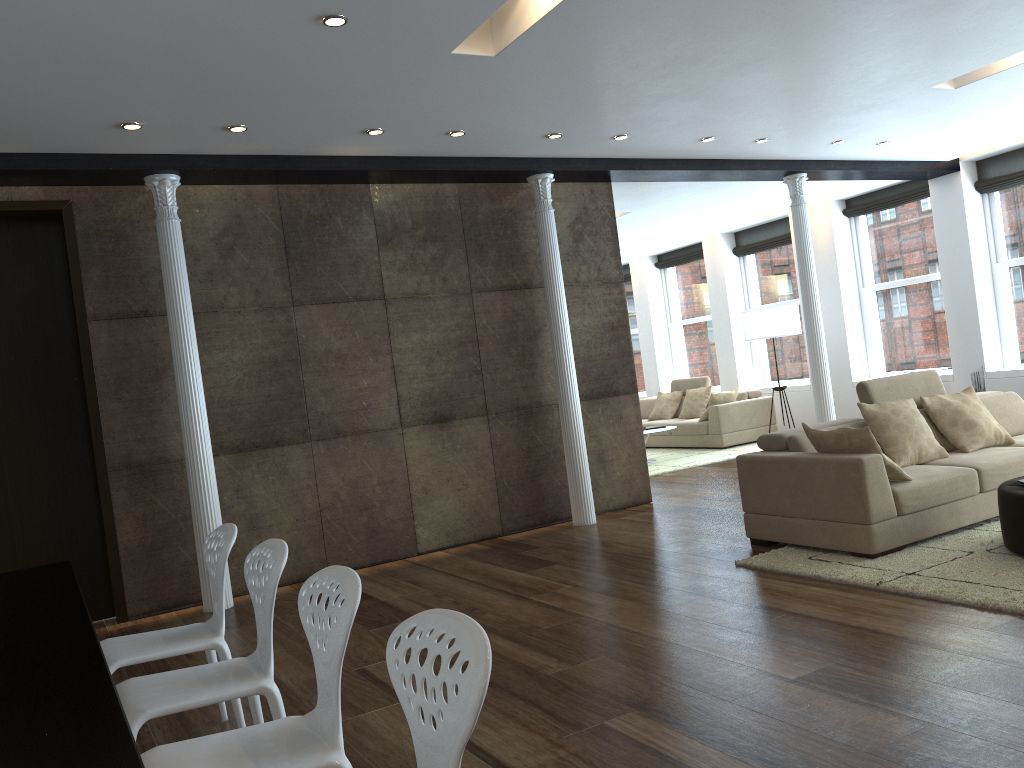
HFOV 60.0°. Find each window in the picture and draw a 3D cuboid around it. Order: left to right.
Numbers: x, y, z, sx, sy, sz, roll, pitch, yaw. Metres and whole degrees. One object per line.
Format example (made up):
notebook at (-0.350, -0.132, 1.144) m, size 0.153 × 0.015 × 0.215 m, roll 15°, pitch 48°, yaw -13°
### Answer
window at (4.581, -0.658, 24.170) m, size 34.761 × 17.917 × 13.698 m, roll -8°, pitch 0°, yaw -29°
window at (2.970, -1.002, 14.212) m, size 0.123 × 2.400 × 1.444 m, roll -8°, pitch 0°, yaw -29°
window at (3.829, -1.104, 12.639) m, size 0.123 × 2.400 × 1.345 m, roll -8°, pitch 0°, yaw -29°
window at (4.819, -1.222, 10.828) m, size 0.123 × 2.400 × 1.391 m, roll -8°, pitch 0°, yaw -29°
window at (5.687, -1.325, 9.241) m, size 0.123 × 2.400 × 1.432 m, roll -8°, pitch 0°, yaw -29°

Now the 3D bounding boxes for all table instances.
table at (-1.590, 1.104, 2.097) m, size 1.200 × 0.733 × 3.400 m, roll -8°, pitch 0°, yaw -29°
table at (1.583, 0.794, 11.156) m, size 1.022 × 0.393 × 1.022 m, roll -7°, pitch 0°, yaw 16°

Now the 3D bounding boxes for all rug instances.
rug at (1.417, 1.017, 12.141) m, size 2.972 × 0.020 × 4.231 m, roll -8°, pitch 0°, yaw -29°
rug at (3.878, 0.740, 4.996) m, size 4.231 × 0.020 × 2.972 m, roll -8°, pitch 0°, yaw -29°

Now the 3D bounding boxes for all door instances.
door at (-3.271, 0.253, 5.835) m, size 1.000 × 2.814 × 0.510 m, roll -8°, pitch 0°, yaw -29°

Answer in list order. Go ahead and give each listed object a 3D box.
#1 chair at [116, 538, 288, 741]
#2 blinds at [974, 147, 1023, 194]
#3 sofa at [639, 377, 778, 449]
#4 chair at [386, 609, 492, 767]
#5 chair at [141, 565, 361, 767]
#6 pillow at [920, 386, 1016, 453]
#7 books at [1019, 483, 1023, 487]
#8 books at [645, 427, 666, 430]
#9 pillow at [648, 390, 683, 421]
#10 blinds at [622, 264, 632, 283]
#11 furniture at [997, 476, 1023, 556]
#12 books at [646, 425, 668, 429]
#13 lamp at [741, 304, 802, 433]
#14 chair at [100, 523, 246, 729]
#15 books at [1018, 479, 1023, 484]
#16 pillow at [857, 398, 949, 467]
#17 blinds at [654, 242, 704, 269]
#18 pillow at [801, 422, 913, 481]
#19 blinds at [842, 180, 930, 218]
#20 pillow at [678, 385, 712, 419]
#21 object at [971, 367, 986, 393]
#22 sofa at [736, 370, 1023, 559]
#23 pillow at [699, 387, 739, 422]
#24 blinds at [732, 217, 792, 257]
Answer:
chair at (-0.968, 0.967, 2.841) m, size 0.581 × 0.835 × 0.495 m, roll -8°, pitch 0°, yaw -29°
blinds at (5.489, -2.322, 9.197) m, size 0.183 × 0.395 × 1.431 m, roll -8°, pitch 0°, yaw -29°
sofa at (2.465, 0.408, 12.731) m, size 1.018 × 0.950 × 2.581 m, roll -8°, pitch 0°, yaw -29°
chair at (-0.291, 0.887, 1.574) m, size 0.581 × 0.835 × 0.495 m, roll -8°, pitch 0°, yaw -29°
chair at (-0.623, 0.926, 2.191) m, size 0.581 × 0.835 × 0.495 m, roll -8°, pitch 0°, yaw -29°
pillow at (3.121, 0.243, 6.116) m, size 0.519 × 0.416 × 0.368 m, roll -8°, pitch 0°, yaw -24°
books at (2.834, 0.510, 4.595) m, size 0.219 × 0.031 × 0.300 m, roll -7°, pitch 0°, yaw -14°
books at (1.803, 0.561, 11.275) m, size 0.300 × 0.010 × 0.220 m, roll -7°, pitch 0°, yaw 6°
pillow at (2.272, 0.312, 13.055) m, size 0.368 × 0.416 × 0.519 m, roll -8°, pitch 0°, yaw -33°
blinds at (1.912, -1.931, 15.764) m, size 0.156 × 0.327 × 1.377 m, roll -8°, pitch 0°, yaw -29°
furniture at (3.099, 0.655, 4.549) m, size 1.057 × 0.355 × 1.057 m, roll -8°, pitch 0°, yaw -27°
books at (1.805, 0.551, 11.301) m, size 0.300 × 0.010 × 0.220 m, roll -7°, pitch 0°, yaw -14°
lamp at (3.352, -0.093, 11.171) m, size 0.698 × 1.728 × 0.698 m, roll -7°, pitch 0°, yaw -5°
chair at (-1.319, 1.009, 3.441) m, size 0.581 × 0.835 × 0.495 m, roll -8°, pitch 0°, yaw -29°
books at (2.807, 0.506, 4.597) m, size 0.220 × 0.040 × 0.301 m, roll -7°, pitch 0°, yaw 6°
pillow at (2.571, 0.305, 5.825) m, size 0.534 × 0.439 × 0.301 m, roll -8°, pitch 0°, yaw -25°
blinds at (2.778, -2.060, 14.173) m, size 0.156 × 0.275 × 1.442 m, roll -8°, pitch 0°, yaw -29°
pillow at (2.028, 0.401, 5.250) m, size 0.395 × 0.393 × 0.518 m, roll -8°, pitch 0°, yaw -25°
blinds at (4.627, -2.280, 10.792) m, size 0.156 × 0.275 × 1.396 m, roll -8°, pitch 0°, yaw -29°
pillow at (2.581, 0.264, 12.514) m, size 0.301 × 0.439 × 0.534 m, roll -8°, pitch 0°, yaw -32°
object at (4.861, 0.204, 9.191) m, size 0.458 × 0.781 × 0.458 m, roll -8°, pitch 0°, yaw -30°
sofa at (2.815, 0.403, 5.937) m, size 2.581 × 0.950 × 1.021 m, roll -8°, pitch 0°, yaw -29°
pillow at (2.741, 0.270, 11.733) m, size 0.518 × 0.393 × 0.395 m, roll -8°, pitch 0°, yaw -32°
blinds at (3.644, -2.104, 12.604) m, size 0.156 × 0.393 × 1.342 m, roll -8°, pitch 0°, yaw -29°
